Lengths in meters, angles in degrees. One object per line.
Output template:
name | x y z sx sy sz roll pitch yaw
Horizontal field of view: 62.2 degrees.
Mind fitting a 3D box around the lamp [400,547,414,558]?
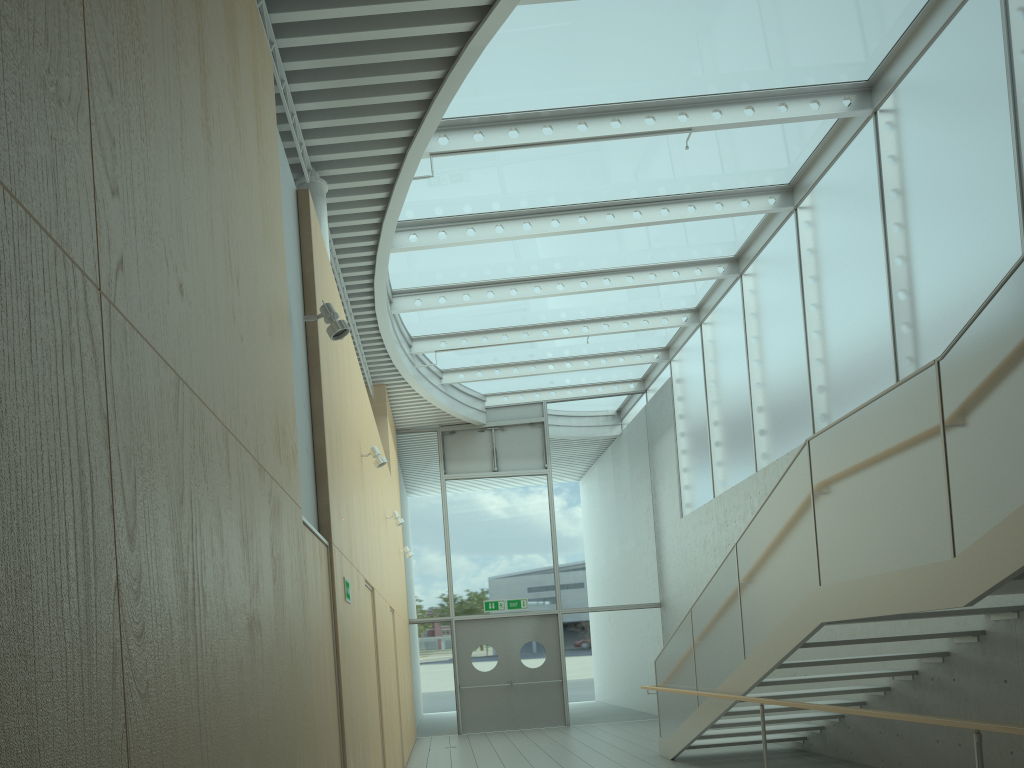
lamp | -1.691 2.691 13.600 0.232 0.193 0.145 1 -9 -24

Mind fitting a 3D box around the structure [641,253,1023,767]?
structure | 2.967 0.688 4.461 1.883 4.098 13.157 -4 -16 -6

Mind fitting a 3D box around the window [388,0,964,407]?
window | 1.023 1.241 10.227 4.777 6.104 16.509 -3 -16 -6

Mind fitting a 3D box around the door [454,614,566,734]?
door | -0.030 5.344 15.678 1.919 2.079 0.177 -3 -2 -5

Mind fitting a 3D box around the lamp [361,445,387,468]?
lamp | -1.194 0.626 7.349 0.232 0.193 0.145 1 -9 -24

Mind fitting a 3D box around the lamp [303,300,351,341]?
lamp | -0.963 -0.336 4.436 0.232 0.193 0.145 1 -9 -24

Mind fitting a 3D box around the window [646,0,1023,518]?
window | 3.074 -0.394 10.445 0.030 2.670 16.330 -4 -17 -6

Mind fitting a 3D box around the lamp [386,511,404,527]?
lamp | -1.442 1.655 10.464 0.232 0.193 0.145 1 -9 -24

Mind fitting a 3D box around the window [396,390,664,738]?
window | 0.400 3.320 15.787 4.851 6.201 0.111 -3 -2 -5
